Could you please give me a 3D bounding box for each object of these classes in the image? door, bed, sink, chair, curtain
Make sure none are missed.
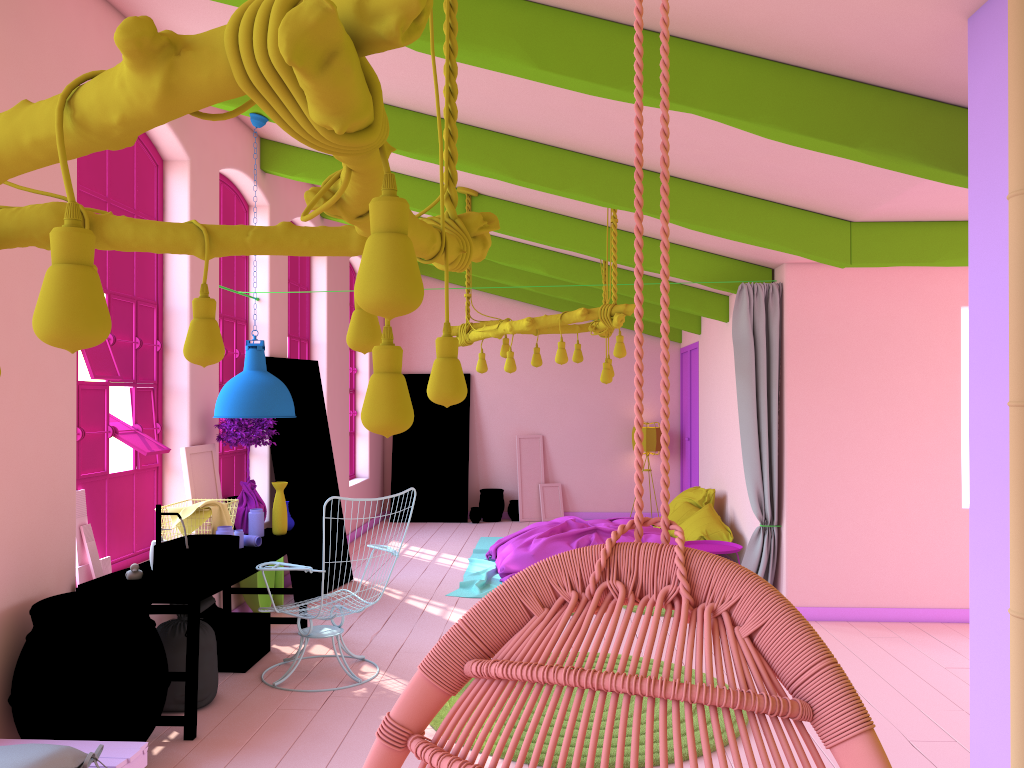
[{"bbox_3d":[-1.214,0.943,13.251,1.153,2.211,0.450,0,0,3],"label":"door"},{"bbox_3d":[0.860,1.731,9.820,2.802,0.514,3.577,0,-1,3],"label":"bed"},{"bbox_3d":[-1.827,1.001,5.166,0.340,0.194,0.609,0,-1,3],"label":"sink"},{"bbox_3d":[0.208,-0.021,1.290,0.860,3.129,0.806,0,0,23],"label":"chair"},{"bbox_3d":[-1.928,0.858,8.360,0.450,2.211,1.153,0,0,13],"label":"door"},{"bbox_3d":[-1.199,1.298,5.820,0.925,1.238,1.078,0,-1,37],"label":"chair"},{"bbox_3d":[2.092,0.548,7.540,0.518,2.785,0.525,0,0,-16],"label":"curtain"},{"bbox_3d":[2.497,0.748,12.459,0.108,2.590,1.677,0,-1,3],"label":"door"}]

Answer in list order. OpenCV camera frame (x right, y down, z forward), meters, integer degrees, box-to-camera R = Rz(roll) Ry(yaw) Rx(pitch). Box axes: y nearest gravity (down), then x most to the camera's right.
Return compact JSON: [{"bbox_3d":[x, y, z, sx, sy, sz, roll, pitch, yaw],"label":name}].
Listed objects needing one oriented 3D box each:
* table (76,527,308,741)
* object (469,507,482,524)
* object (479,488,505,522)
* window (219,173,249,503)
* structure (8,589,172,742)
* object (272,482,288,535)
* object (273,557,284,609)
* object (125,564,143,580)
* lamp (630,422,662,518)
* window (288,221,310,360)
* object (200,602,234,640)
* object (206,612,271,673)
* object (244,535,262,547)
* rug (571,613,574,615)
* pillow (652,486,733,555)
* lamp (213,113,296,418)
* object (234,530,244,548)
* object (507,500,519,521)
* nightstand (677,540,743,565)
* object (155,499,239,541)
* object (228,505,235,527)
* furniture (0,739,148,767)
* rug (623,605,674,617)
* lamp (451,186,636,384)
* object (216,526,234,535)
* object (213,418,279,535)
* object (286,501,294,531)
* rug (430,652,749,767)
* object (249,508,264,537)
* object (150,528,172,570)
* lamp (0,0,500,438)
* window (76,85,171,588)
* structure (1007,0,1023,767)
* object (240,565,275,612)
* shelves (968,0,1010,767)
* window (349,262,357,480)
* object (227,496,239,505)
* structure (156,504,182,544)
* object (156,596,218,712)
[{"bbox_3d":[-1.965,1.503,5.819,0.655,0.820,2.193,0,-1,3],"label":"table"},{"bbox_3d":[-0.531,1.923,12.978,0.199,0.234,0.199,0,-1,-30],"label":"object"},{"bbox_3d":[-0.300,1.803,13.187,0.386,0.471,0.386,1,-1,-45],"label":"object"},{"bbox_3d":[-2.446,-0.275,7.511,0.072,3.047,1.275,0,0,3],"label":"window"},{"bbox_3d":[-2.039,1.467,4.311,0.718,0.845,0.718,0,-1,-30],"label":"structure"},{"bbox_3d":[-1.715,0.919,6.550,0.116,0.383,0.116,0,0,-23],"label":"object"},{"bbox_3d":[-2.035,1.713,7.619,0.137,0.462,0.284,0,-1,-12],"label":"object"},{"bbox_3d":[-2.101,1.040,4.935,0.088,0.088,0.086,0,-1,20],"label":"object"},{"bbox_3d":[2.009,1.288,13.020,0.491,1.466,0.476,0,0,33],"label":"lamp"},{"bbox_3d":[-2.367,-0.232,9.417,0.214,3.009,1.514,0,0,3],"label":"window"},{"bbox_3d":[-2.012,1.684,5.997,0.300,0.448,0.672,0,-1,-22],"label":"object"},{"bbox_3d":[-1.973,1.780,6.140,0.446,0.277,0.521,0,-1,3],"label":"object"},{"bbox_3d":[-1.797,1.080,6.105,0.137,0.076,0.076,0,-1,23],"label":"object"},{"bbox_3d":[0.427,1.935,7.827,0.792,0.021,0.792,0,-1,-15],"label":"rug"},{"bbox_3d":[1.960,1.571,10.025,0.848,0.822,2.617,0,-1,-8],"label":"pillow"},{"bbox_3d":[-1.693,-0.781,5.850,0.529,2.002,0.529,0,0,34],"label":"lamp"},{"bbox_3d":[-1.861,1.055,6.042,0.065,0.118,0.065,0,-1,-39],"label":"object"},{"bbox_3d":[0.057,1.891,13.244,0.260,0.306,0.260,0,-1,35],"label":"object"},{"bbox_3d":[1.833,1.724,8.228,0.596,0.458,0.596,-1,-1,40],"label":"nightstand"},{"bbox_3d":[-2.041,0.931,5.851,0.444,0.369,0.633,0,-1,3],"label":"object"},{"bbox_3d":[-2.336,1.122,7.376,0.182,0.222,0.182,0,-1,-15],"label":"object"},{"bbox_3d":[-2.043,1.593,2.029,0.907,0.507,3.776,0,-1,3],"label":"furniture"},{"bbox_3d":[1.361,1.934,7.782,0.792,0.021,0.792,-1,-1,30],"label":"rug"},{"bbox_3d":[0.388,-1.128,7.226,1.610,2.264,1.776,0,-1,-15],"label":"lamp"},{"bbox_3d":[-1.834,1.010,5.663,0.109,0.197,0.109,0,0,-5],"label":"object"},{"bbox_3d":[-1.980,0.642,6.619,0.441,0.950,0.502,0,-1,-37],"label":"object"},{"bbox_3d":[-1.725,1.004,6.749,0.132,0.219,0.132,0,-1,20],"label":"object"},{"bbox_3d":[0.425,1.880,5.281,1.889,0.050,1.889,0,-1,-10],"label":"rug"},{"bbox_3d":[-1.870,1.015,6.487,0.109,0.197,0.109,0,-1,40],"label":"object"},{"bbox_3d":[-2.024,0.981,5.408,0.165,0.250,0.411,0,-1,38],"label":"object"},{"bbox_3d":[-0.619,-1.027,1.725,1.610,2.264,1.776,0,-1,-15],"label":"lamp"},{"bbox_3d":[-2.544,-0.300,5.595,0.492,3.003,1.497,0,0,3],"label":"window"},{"bbox_3d":[1.017,0.442,2.088,0.577,2.814,0.403,0,0,20],"label":"structure"},{"bbox_3d":[-2.125,1.573,7.296,0.218,0.733,0.451,0,-1,3],"label":"object"},{"bbox_3d":[2.423,0.322,2.761,1.841,3.104,0.384,0,0,3],"label":"shelves"},{"bbox_3d":[-2.237,-0.199,11.875,0.072,3.047,1.275,0,0,3],"label":"window"},{"bbox_3d":[-2.329,1.101,7.585,0.223,0.272,0.223,0,-1,-10],"label":"object"},{"bbox_3d":[-2.014,0.902,5.150,0.166,0.396,0.087,0,0,12],"label":"structure"},{"bbox_3d":[-1.001,1.051,1.517,2.827,1.580,7.865,0,-1,3],"label":"object"}]
